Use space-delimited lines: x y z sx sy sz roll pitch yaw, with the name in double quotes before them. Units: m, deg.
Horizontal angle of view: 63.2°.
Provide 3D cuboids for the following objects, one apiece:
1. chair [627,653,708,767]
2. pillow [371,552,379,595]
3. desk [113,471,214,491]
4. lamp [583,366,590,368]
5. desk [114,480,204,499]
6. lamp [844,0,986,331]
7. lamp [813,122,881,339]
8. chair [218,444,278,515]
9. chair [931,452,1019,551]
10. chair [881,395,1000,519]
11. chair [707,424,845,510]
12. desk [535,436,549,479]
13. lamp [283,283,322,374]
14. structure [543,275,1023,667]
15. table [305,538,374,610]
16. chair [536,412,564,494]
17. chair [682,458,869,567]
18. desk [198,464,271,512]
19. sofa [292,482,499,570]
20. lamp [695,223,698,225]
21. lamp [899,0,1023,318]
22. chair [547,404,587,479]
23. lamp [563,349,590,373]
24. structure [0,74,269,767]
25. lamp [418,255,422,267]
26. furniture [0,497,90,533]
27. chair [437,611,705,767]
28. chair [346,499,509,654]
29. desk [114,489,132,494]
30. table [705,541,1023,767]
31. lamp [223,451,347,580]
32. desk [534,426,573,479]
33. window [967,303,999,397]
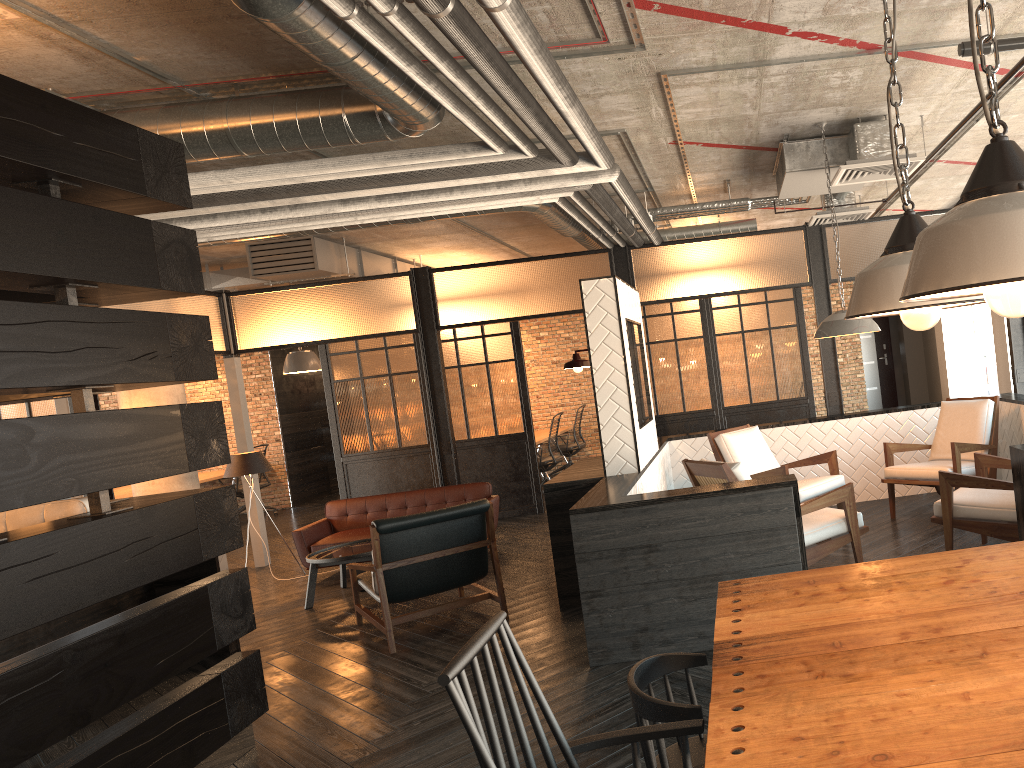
"chair" 0.566 1.072 2.139 0.445 0.739 0.378 -7 2 5
"pillow" -0.540 1.123 5.351 0.778 0.335 0.218 -7 2 -31
"desk" -5.128 1.776 12.076 0.786 0.721 1.684 -7 0 12
"lamp" 0.649 -0.188 6.402 0.260 0.172 0.168 -8 1 -28
"desk" -4.757 1.731 10.482 0.786 0.721 1.684 -7 0 12
"lamp" 0.856 -0.987 1.930 0.328 1.741 0.403 -7 3 26
"lamp" 2.355 -1.126 6.072 0.483 1.548 0.534 -7 3 14
"chair" -3.914 1.453 12.143 0.696 1.065 0.702 -7 2 6
"chair" 3.200 0.661 5.261 0.802 0.909 0.829 -6 2 41
"chair" 3.620 0.609 6.916 1.084 0.909 0.613 -8 2 -34
"chair" 2.152 0.790 6.763 0.833 0.909 0.797 -9 2 -44
"desk" -0.041 1.151 10.693 0.786 0.721 1.684 -7 0 12
"lamp" -2.691 -0.894 10.292 0.510 1.506 0.379 -9 3 -32
"structure" 2.329 0.159 6.144 3.955 2.119 3.752 -7 1 6
"table" -1.200 1.469 6.572 0.726 0.372 0.701 -7 1 1
"chair" 0.363 0.928 10.704 0.696 1.065 0.702 -7 2 6
"chair" 1.651 0.852 5.226 1.065 0.909 0.627 -8 2 -25
"desk" -4.323 1.677 12.112 0.786 0.721 1.684 -7 0 12
"sofa" -0.985 1.311 7.494 1.627 0.639 0.670 -7 1 0
"lamp" 2.652 -1.512 11.406 0.290 0.858 3.502 -7 0 15
"lamp" 0.679 -0.965 1.266 0.328 1.741 0.403 -7 3 26
"chair" 0.802 0.873 12.353 0.696 1.065 0.702 -7 2 6
"lamp" 0.459 -0.164 5.689 0.260 0.172 0.168 -8 1 -28
"structure" -5.068 0.751 0.941 6.098 2.746 5.549 -7 1 5
"lamp" -0.569 -1.116 11.262 0.290 0.858 3.502 -7 0 15
"furniture" -2.573 1.193 3.202 1.890 1.263 0.587 -7 2 -1
"chair" 0.228 0.965 1.620 0.488 1.035 0.464 -7 2 6
"chair" -0.599 1.184 5.517 0.859 0.797 0.878 -8 1 -28
"desk" -5.563 1.830 10.446 0.786 0.721 1.684 -7 0 12
"table" 0.796 1.017 0.855 1.162 0.792 3.846 -7 0 13
"lamp" -2.106 1.175 7.587 0.967 1.181 0.469 -9 3 -35
"desk" 0.393 1.097 12.323 0.786 0.721 1.684 -7 0 12
"window" 6.437 -0.731 11.020 0.238 2.880 2.554 -7 2 15
